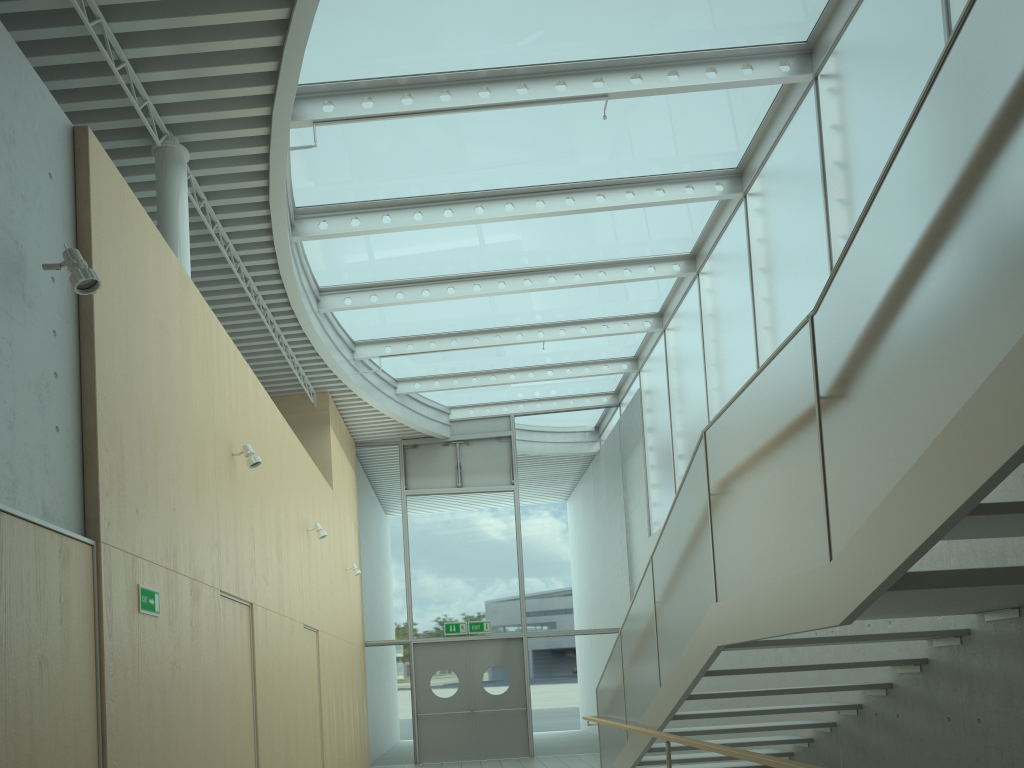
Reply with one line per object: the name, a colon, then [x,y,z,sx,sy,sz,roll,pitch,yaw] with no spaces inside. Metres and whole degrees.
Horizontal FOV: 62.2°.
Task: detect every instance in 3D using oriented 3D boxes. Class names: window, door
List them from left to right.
door: [-0.706,5.507,14.790,1.920,2.059,0.179,-3,-4,-3]
window: [-0.246,3.508,14.950,4.854,6.141,0.112,-3,-3,-3]
window: [0.240,1.266,9.391,4.780,6.048,16.641,-3,-18,-4]
window: [2.319,-0.335,9.608,0.030,2.646,16.460,-3,-19,-4]

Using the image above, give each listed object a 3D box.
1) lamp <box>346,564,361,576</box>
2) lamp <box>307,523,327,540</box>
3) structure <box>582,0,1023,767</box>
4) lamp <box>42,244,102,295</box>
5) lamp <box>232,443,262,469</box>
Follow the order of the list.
lamp: [-2.392,2.802,12.819,0.232,0.191,0.146,2,-11,-23]
lamp: [-2.222,1.673,9.681,0.232,0.191,0.146,2,-11,-23]
structure: [2.022,0.536,3.544,1.884,4.060,13.262,-3,-18,-4]
lamp: [-1.894,-0.497,3.651,0.232,0.191,0.146,2,-11,-23]
lamp: [-2.052,0.552,6.565,0.232,0.191,0.146,2,-11,-23]
